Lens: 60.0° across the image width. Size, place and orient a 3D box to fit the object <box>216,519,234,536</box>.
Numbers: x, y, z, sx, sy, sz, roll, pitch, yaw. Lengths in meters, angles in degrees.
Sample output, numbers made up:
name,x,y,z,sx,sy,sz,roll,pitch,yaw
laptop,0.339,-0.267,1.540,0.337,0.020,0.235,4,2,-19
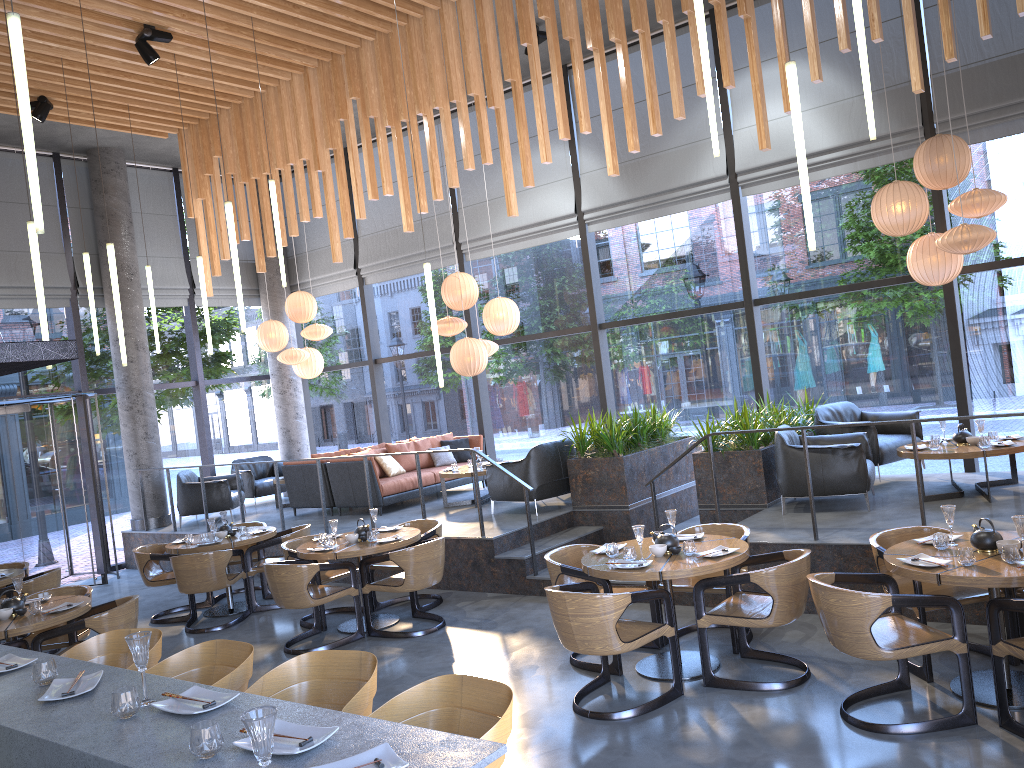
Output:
name,x,y,z,sx,sy,sz,roll,pitch,yaw
object,-2.984,1.485,9.188,0.163,0.179,0.168,-7,0,3

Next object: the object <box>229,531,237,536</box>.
name,x,y,z,sx,sy,sz,roll,pitch,yaw
object,-2.864,1.541,9.099,0.080,0.042,0.080,-7,0,23

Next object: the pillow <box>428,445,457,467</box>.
name,x,y,z,sx,sy,sz,roll,pitch,yaw
pillow,-0.960,0.997,12.218,0.332,0.263,0.203,-7,0,-32

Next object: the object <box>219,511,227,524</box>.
name,x,y,z,sx,sy,sz,roll,pitch,yaw
object,-3.046,1.467,9.395,0.082,0.227,0.082,-7,0,19

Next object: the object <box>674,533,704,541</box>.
name,x,y,z,sx,sy,sz,roll,pitch,yaw
object,1.183,1.072,6.190,0.294,0.025,0.170,-7,0,22

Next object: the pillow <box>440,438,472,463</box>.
name,x,y,z,sx,sy,sz,roll,pitch,yaw
pillow,-0.785,0.942,12.437,0.418,0.345,0.242,-7,0,-12

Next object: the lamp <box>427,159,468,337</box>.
name,x,y,z,sx,sy,sz,roll,pitch,yaw
lamp,-0.918,-1.727,11.218,0.467,2.271,0.467,-7,0,1

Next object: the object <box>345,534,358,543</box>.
name,x,y,z,sx,sy,sz,roll,pitch,yaw
object,-1.404,1.358,7.791,0.116,0.065,0.116,-7,0,-1

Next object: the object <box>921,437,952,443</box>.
name,x,y,z,sx,sy,sz,roll,pitch,yaw
object,3.882,0.519,8.120,0.294,0.025,0.170,-7,0,-17

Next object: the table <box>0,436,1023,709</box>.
name,x,y,z,sx,sy,sz,roll,pitch,yaw
table,-0.955,1.607,7.969,10.659,0.968,6.876,-7,0,38

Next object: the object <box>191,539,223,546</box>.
name,x,y,z,sx,sy,sz,roll,pitch,yaw
object,-3.016,1.570,8.741,0.294,0.025,0.170,-7,0,-4

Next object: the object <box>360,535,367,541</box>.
name,x,y,z,sx,sy,sz,roll,pitch,yaw
object,-1.294,1.357,7.778,0.080,0.042,0.080,-7,0,-28

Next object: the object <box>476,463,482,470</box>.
name,x,y,z,sx,sy,sz,roll,pitch,yaw
object,-0.402,0.995,10.699,0.086,0.086,0.086,-7,0,42

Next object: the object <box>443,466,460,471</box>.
name,x,y,z,sx,sy,sz,roll,pitch,yaw
object,-0.776,1.070,11.109,0.170,0.025,0.294,-7,0,18

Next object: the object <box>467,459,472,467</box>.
name,x,y,z,sx,sy,sz,roll,pitch,yaw
object,-0.525,1.007,11.290,0.086,0.086,0.086,-7,0,-15

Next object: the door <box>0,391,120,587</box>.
name,x,y,z,sx,sy,sz,roll,pitch,yaw
door,-6.424,1.469,11.493,2.186,2.526,2.186,-7,0,-33

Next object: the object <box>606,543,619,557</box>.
name,x,y,z,sx,sy,sz,roll,pitch,yaw
object,0.666,1.105,5.894,0.086,0.086,0.086,-7,0,-27

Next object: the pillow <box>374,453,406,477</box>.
name,x,y,z,sx,sy,sz,roll,pitch,yaw
pillow,-1.612,1.052,11.593,0.289,0.311,0.393,-7,0,18

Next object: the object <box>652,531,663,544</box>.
name,x,y,z,sx,sy,sz,roll,pitch,yaw
object,1.009,1.063,6.108,0.086,0.086,0.086,-7,0,20

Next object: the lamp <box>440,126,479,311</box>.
name,x,y,z,sx,sy,sz,roll,pitch,yaw
lamp,-0.765,-2.096,11.081,0.465,2.374,0.465,-7,0,-29

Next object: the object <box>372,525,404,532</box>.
name,x,y,z,sx,sy,sz,roll,pitch,yaw
object,-1.170,1.348,8.229,0.294,0.025,0.170,-7,0,22

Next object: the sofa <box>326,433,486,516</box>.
name,x,y,z,sx,sy,sz,roll,pitch,yaw
sofa,-1.342,1.169,11.890,0.864,0.811,2.226,-7,0,37

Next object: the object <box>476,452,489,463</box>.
name,x,y,z,sx,sy,sz,roll,pitch,yaw
object,-0.374,0.942,11.121,0.163,0.179,0.168,-7,0,3

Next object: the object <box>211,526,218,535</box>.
name,x,y,z,sx,sy,sz,roll,pitch,yaw
object,-3.135,1.550,9.356,0.086,0.086,0.086,-7,0,-15

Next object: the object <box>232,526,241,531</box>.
name,x,y,z,sx,sy,sz,roll,pitch,yaw
object,-3.050,1.570,9.528,0.294,0.025,0.170,-7,0,-17

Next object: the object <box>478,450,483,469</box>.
name,x,y,z,sx,sy,sz,roll,pitch,yaw
object,-0.383,0.921,10.780,0.082,0.227,0.082,-7,0,-10

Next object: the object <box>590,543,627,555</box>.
name,x,y,z,sx,sy,sz,roll,pitch,yaw
object,0.650,1.138,6.081,0.170,0.025,0.294,-7,0,35

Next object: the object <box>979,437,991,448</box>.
name,x,y,z,sx,sy,sz,roll,pitch,yaw
object,3.920,0.487,7.358,0.086,0.086,0.086,-7,0,42

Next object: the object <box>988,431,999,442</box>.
name,x,y,z,sx,sy,sz,roll,pitch,yaw
object,4.169,0.455,7.685,0.086,0.086,0.086,-7,0,42

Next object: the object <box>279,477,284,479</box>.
name,x,y,z,sx,sy,sz,roll,pitch,yaw
object,-3.281,1.365,12.906,0.170,0.025,0.294,-7,0,-27

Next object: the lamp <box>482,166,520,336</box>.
name,x,y,z,sx,sy,sz,roll,pitch,yaw
lamp,-1.321,-2.010,7.932,0.468,3.124,6.999,-7,0,19

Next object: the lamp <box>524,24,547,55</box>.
name,x,y,z,sx,sy,sz,roll,pitch,yaw
lamp,0.248,-3.816,9.907,0.273,0.367,0.300,-7,0,-34

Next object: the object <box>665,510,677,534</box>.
name,x,y,z,sx,sy,sz,roll,pitch,yaw
object,1.101,0.980,6.076,0.082,0.227,0.082,-7,0,-32

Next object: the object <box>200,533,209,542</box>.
name,x,y,z,sx,sy,sz,roll,pitch,yaw
object,-3.078,1.545,8.881,0.086,0.086,0.086,-7,0,24

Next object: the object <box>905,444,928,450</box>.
name,x,y,z,sx,sy,sz,roll,pitch,yaw
object,3.546,0.561,7.767,0.170,0.025,0.294,-7,0,18

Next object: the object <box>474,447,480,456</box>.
name,x,y,z,sx,sy,sz,roll,pitch,yaw
object,-0.436,0.924,11.328,0.082,0.227,0.082,-7,0,19

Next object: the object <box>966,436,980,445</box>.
name,x,y,z,sx,sy,sz,roll,pitch,yaw
object,3.973,0.490,7.633,0.116,0.065,0.116,-7,0,-23

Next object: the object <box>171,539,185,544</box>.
name,x,y,z,sx,sy,sz,roll,pitch,yaw
object,-3.396,1.614,9.105,0.170,0.025,0.294,-7,0,-4

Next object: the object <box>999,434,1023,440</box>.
name,x,y,z,sx,sy,sz,roll,pitch,yaw
object,4.334,0.466,7.699,0.170,0.025,0.294,-7,0,18

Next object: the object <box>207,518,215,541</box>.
name,x,y,z,sx,sy,sz,roll,pitch,yaw
object,-3.002,1.465,8.887,0.082,0.227,0.082,-7,0,-32

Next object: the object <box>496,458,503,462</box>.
name,x,y,z,sx,sy,sz,roll,pitch,yaw
object,-0.152,0.963,11.027,0.086,0.086,0.086,-7,0,42

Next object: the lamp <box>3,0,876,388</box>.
name,x,y,z,sx,sy,sz,roll,pitch,yaw
lamp,-3.552,-4.721,4.094,8.975,10.231,8.774,-7,0,36

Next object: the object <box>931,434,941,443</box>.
name,x,y,z,sx,sy,sz,roll,pitch,yaw
object,3.797,0.499,7.948,0.086,0.086,0.086,-7,0,-15

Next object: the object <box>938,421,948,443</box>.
name,x,y,z,sx,sy,sz,roll,pitch,yaw
object,3.886,0.416,7.987,0.082,0.227,0.082,-7,0,19

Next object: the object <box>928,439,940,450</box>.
name,x,y,z,sx,sy,sz,roll,pitch,yaw
object,3.615,0.523,7.594,0.086,0.086,0.086,-7,0,42

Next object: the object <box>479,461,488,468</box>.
name,x,y,z,sx,sy,sz,roll,pitch,yaw
object,-0.349,0.998,10.974,0.116,0.065,0.116,-7,0,-23

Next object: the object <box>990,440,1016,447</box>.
name,x,y,z,sx,sy,sz,roll,pitch,yaw
object,4.075,0.499,7.358,0.170,0.025,0.294,-7,0,18

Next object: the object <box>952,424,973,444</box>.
name,x,y,z,sx,sy,sz,roll,pitch,yaw
object,3.948,0.434,7.780,0.163,0.179,0.168,-7,0,3

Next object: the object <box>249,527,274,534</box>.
name,x,y,z,sx,sy,sz,roll,pitch,yaw
object,-2.597,1.517,9.107,0.170,0.025,0.294,-7,0,18

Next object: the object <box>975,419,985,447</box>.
name,x,y,z,sx,sy,sz,roll,pitch,yaw
object,3.938,0.413,7.438,0.082,0.227,0.082,-7,0,-10

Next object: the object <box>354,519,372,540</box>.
name,x,y,z,sx,sy,sz,roll,pitch,yaw
object,-1.334,1.291,7.914,0.163,0.179,0.168,-7,0,1

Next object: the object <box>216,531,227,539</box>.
name,x,y,z,sx,sy,sz,roll,pitch,yaw
object,-2.959,1.541,9.041,0.116,0.065,0.116,-7,0,5

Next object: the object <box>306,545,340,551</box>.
name,x,y,z,sx,sy,sz,roll,pitch,yaw
object,-1.636,1.408,7.597,0.294,0.025,0.170,-7,0,35

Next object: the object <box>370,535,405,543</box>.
name,x,y,z,sx,sy,sz,roll,pitch,yaw
object,-1.082,1.340,7.615,0.294,0.025,0.170,-7,0,-33

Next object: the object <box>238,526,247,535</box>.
name,x,y,z,sx,sy,sz,roll,pitch,yaw
object,-2.762,1.506,9.093,0.086,0.086,0.086,-7,0,-44

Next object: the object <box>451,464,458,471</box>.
name,x,y,z,sx,sy,sz,roll,pitch,yaw
object,-0.707,1.031,10.935,0.086,0.086,0.086,-7,0,42

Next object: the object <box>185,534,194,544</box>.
name,x,y,z,sx,sy,sz,roll,pitch,yaw
object,-3.268,1.568,8.972,0.086,0.086,0.086,-7,0,-21

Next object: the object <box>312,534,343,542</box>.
name,x,y,z,sx,sy,sz,roll,pitch,yaw
object,-1.704,1.413,8.120,0.170,0.025,0.294,-7,0,35
